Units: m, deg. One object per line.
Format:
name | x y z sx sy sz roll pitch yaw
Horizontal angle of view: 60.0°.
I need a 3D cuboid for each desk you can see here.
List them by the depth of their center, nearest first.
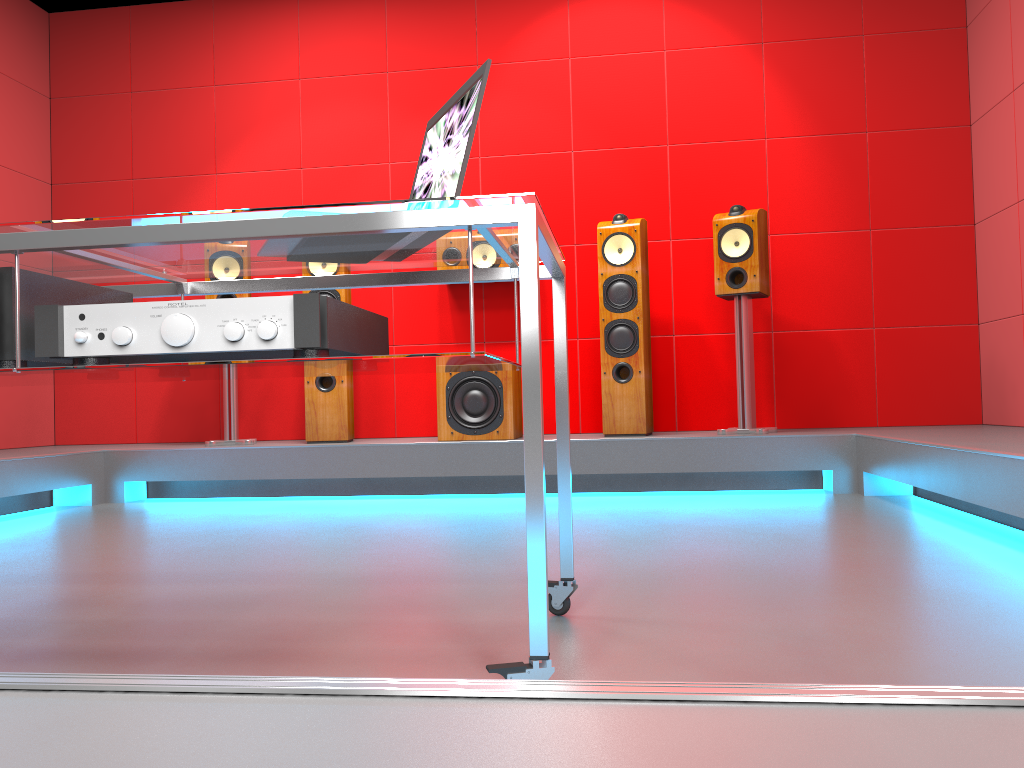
desk | -0.717 0.118 1.549 1.617 0.690 0.594 -2 -1 8

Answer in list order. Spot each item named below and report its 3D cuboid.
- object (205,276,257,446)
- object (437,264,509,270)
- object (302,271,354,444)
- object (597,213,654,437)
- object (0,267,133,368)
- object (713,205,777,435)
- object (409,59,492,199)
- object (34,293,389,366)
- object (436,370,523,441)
object | -1.425 -0.223 4.476 0.231 1.058 0.265 -1 -1 -12
object | -0.129 -0.692 4.638 0.493 0.271 0.235 -2 -1 8
object | -0.913 -0.236 4.408 0.203 1.052 0.238 -1 -1 -2
object | 0.542 -0.279 4.238 0.203 1.052 0.238 -2 -2 18
object | -0.952 -0.090 1.519 0.431 0.158 0.371 -2 -1 8
object | 1.083 -0.299 4.144 0.231 1.058 0.265 -2 -2 28
object | -0.250 -0.382 1.540 0.340 0.285 0.342 -1 -2 -22
object | -0.463 -0.072 1.457 0.435 0.092 0.365 -2 -1 8
object | -0.152 0.087 4.297 0.360 0.360 0.360 -2 -1 8
